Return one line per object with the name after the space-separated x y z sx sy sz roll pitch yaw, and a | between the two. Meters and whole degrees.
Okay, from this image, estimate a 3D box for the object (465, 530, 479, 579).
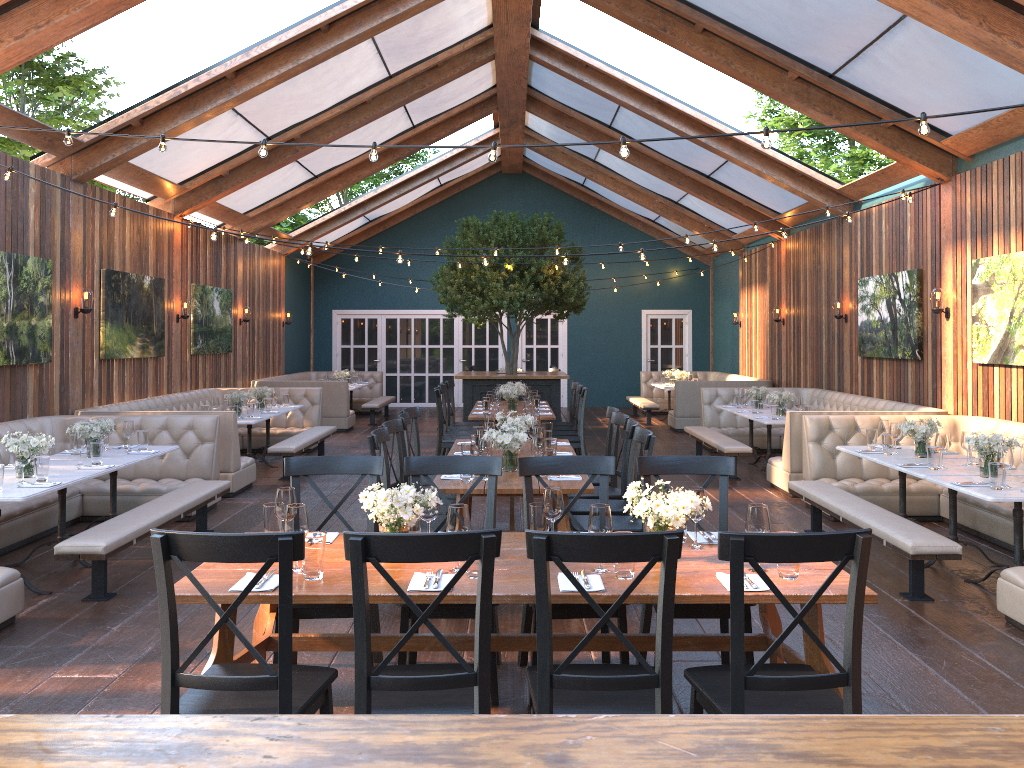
-0.130 0.620 3.209 0.092 0.158 0.092 0 0 26 | object

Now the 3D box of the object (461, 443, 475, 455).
-0.293 0.477 5.891 0.092 0.158 0.092 0 0 26 | object

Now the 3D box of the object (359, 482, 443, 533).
-0.457 0.530 3.474 0.336 0.310 0.329 1 1 33 | object

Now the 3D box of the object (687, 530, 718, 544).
0.849 0.658 3.795 0.157 0.019 0.255 0 3 0 | object

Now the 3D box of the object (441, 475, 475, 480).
-0.312 0.569 5.461 0.255 0.019 0.157 0 3 0 | object

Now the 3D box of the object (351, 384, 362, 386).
-2.972 0.017 16.872 0.255 0.019 0.157 0 3 0 | object

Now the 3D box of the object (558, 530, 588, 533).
0.276 0.658 3.794 0.157 0.019 0.255 0 3 0 | object

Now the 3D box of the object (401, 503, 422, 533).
-0.426 0.591 3.752 0.092 0.158 0.092 0 0 26 | object

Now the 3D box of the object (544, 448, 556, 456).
0.233 0.492 5.596 0.092 0.158 0.092 0 0 26 | object

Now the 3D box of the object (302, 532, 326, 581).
-0.716 0.621 3.187 0.092 0.158 0.092 0 0 26 | object

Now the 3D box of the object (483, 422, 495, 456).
-0.167 0.404 6.481 0.092 0.245 0.092 0 0 42 | object

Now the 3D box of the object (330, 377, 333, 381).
-3.440 -0.046 16.757 0.092 0.158 0.092 0 0 -14 | object

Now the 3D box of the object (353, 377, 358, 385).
-3.018 -0.061 17.037 0.092 0.158 0.092 0 0 -14 | object

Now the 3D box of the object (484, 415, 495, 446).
-0.179 0.370 7.086 0.092 0.245 0.092 0 0 -42 | object

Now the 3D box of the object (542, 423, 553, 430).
0.291 0.401 7.298 0.092 0.158 0.092 0 0 36 | object

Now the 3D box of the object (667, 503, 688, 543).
0.705 0.590 3.764 0.092 0.158 0.092 0 0 26 | object

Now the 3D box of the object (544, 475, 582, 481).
0.301 0.571 5.423 0.255 0.019 0.157 0 3 0 | object

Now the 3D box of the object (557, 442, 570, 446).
0.340 0.480 7.137 0.255 0.019 0.157 0 3 0 | object

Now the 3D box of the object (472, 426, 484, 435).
-0.267 0.417 7.003 0.092 0.158 0.092 0 0 -44 | object

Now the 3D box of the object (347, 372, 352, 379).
-3.120 -0.099 16.948 0.092 0.245 0.092 0 0 -42 | object

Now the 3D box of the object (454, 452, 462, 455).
-0.304 0.512 6.574 0.255 0.019 0.157 0 3 0 | object

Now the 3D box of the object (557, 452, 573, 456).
0.321 0.511 6.542 0.255 0.019 0.157 0 3 0 | object

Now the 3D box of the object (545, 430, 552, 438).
0.258 0.433 6.707 0.092 0.158 0.092 0 0 26 | object

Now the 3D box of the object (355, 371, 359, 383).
-3.104 -0.141 17.740 0.092 0.245 0.092 0 0 42 | object

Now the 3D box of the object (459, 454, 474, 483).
-0.274 0.507 5.311 0.092 0.158 0.092 0 0 26 | object

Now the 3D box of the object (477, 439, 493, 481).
-0.164 0.461 5.373 0.092 0.245 0.092 0 0 42 | object

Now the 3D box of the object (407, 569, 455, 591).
-0.281 0.693 3.144 0.157 0.019 0.255 0 3 0 | object

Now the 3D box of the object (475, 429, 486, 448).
-0.205 0.430 5.957 0.092 0.245 0.092 0 0 42 | object

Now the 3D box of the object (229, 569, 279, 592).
-0.891 0.693 3.142 0.157 0.019 0.255 0 3 0 | object

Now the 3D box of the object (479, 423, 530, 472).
-0.018 0.409 5.739 0.329 0.310 0.336 -1 2 -33 | object

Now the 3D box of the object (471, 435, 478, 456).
-0.255 0.450 6.416 0.092 0.158 0.092 0 0 26 | object

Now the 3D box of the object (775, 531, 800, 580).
0.998 0.621 3.197 0.092 0.158 0.092 0 0 26 | object

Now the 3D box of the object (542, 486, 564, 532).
0.169 0.552 3.667 0.092 0.245 0.092 0 0 42 | object

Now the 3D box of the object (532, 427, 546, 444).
0.186 0.422 6.111 0.092 0.245 0.092 0 0 42 | object

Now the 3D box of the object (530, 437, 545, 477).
0.161 0.454 5.515 0.092 0.245 0.092 0 0 42 | object

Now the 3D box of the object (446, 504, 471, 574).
-0.199 0.573 3.283 0.092 0.245 0.092 0 0 42 | object

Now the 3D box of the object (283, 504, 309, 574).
-0.802 0.573 3.285 0.092 0.245 0.092 0 0 42 | object

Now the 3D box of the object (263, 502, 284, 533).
-1.012 0.590 3.761 0.092 0.158 0.092 0 0 26 | object

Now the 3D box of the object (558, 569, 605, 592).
0.242 0.693 3.139 0.157 0.019 0.255 0 3 0 | object

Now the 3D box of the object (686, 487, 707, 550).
0.760 0.553 3.658 0.092 0.245 0.092 0 0 42 | object

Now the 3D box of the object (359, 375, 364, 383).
-3.026 -0.103 17.822 0.092 0.158 0.092 0 0 -14 | object

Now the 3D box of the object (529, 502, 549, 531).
0.117 0.590 3.759 0.092 0.158 0.092 0 0 26 | object

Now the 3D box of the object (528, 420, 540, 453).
0.168 0.394 6.625 0.092 0.245 0.092 0 0 42 | object

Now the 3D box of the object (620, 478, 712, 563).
0.596 0.531 3.455 0.336 0.310 0.329 -1 2 -35 | object

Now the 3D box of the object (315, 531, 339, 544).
-0.839 0.659 3.787 0.157 0.019 0.255 0 3 0 | object

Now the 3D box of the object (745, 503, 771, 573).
0.915 0.573 3.290 0.092 0.245 0.092 0 0 42 | object

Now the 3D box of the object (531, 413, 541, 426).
0.190 0.363 7.214 0.092 0.245 0.092 0 0 -42 | object

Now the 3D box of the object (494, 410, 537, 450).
0.032 0.353 6.790 0.329 0.310 0.336 1 2 35 | object

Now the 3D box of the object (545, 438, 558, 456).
0.273 0.461 6.190 0.092 0.158 0.092 0 0 26 | object

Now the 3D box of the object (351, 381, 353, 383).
-3.232 -0.042 17.985 0.157 0.019 0.255 0 3 0 | object

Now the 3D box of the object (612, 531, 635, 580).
0.405 0.621 3.197 0.092 0.158 0.092 0 0 26 | object

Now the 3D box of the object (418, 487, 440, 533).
-0.345 0.553 3.652 0.092 0.245 0.092 0 0 42 | object

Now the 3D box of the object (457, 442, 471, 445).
-0.316 0.478 7.172 0.255 0.019 0.157 0 3 0 | object

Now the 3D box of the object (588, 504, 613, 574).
0.328 0.573 3.283 0.092 0.245 0.092 0 0 42 | object

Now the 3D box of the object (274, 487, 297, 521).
-0.934 0.553 3.654 0.092 0.245 0.092 0 0 42 | object

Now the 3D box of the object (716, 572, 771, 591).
0.817 0.693 3.143 0.157 0.019 0.255 0 3 0 | object
